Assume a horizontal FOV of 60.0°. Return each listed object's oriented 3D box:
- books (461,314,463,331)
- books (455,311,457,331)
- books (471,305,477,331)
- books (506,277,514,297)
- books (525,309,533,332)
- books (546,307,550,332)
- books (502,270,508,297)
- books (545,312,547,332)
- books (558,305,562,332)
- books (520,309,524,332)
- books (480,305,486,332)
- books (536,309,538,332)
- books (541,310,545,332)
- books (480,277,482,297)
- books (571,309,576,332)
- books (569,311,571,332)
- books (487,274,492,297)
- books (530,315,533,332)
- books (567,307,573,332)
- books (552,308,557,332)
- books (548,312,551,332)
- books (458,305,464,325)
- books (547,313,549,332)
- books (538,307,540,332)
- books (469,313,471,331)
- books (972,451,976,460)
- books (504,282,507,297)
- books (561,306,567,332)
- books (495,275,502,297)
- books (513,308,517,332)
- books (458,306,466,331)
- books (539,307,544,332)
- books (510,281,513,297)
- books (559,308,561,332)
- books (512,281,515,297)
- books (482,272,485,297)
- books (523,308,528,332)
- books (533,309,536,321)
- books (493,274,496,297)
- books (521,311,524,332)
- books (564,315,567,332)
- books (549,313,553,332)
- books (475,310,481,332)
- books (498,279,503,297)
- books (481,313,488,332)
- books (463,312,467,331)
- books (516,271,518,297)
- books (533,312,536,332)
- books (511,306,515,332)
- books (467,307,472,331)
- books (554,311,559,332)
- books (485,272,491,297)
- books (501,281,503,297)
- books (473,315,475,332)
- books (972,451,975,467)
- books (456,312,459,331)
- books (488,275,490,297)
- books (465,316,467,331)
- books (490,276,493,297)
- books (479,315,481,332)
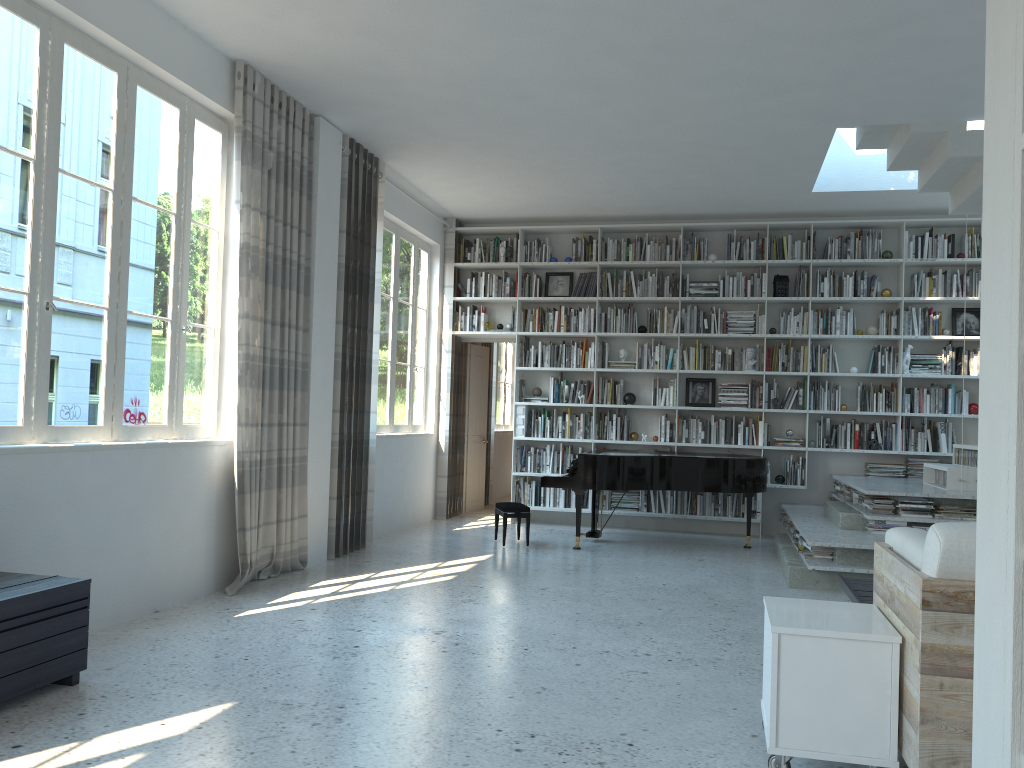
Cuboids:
[{"bbox_3d":[-0.521,-0.651,9.669,0.029,0.197,0.160,2,-2,13],"label":"books"},{"bbox_3d":[-0.590,-0.668,9.677,0.013,0.228,0.179,2,-2,13],"label":"books"},{"bbox_3d":[-0.410,-0.699,9.622,0.013,0.297,0.187,2,-2,13],"label":"books"},{"bbox_3d":[-0.023,-1.022,9.546,0.029,0.229,0.191,2,-2,13],"label":"books"},{"bbox_3d":[0.185,-0.665,9.509,0.062,0.258,0.153,1,-2,13],"label":"books"},{"bbox_3d":[0.386,-0.670,9.459,0.012,0.277,0.150,2,-2,13],"label":"books"},{"bbox_3d":[-0.071,-1.060,9.565,0.012,0.303,0.189,2,-2,13],"label":"books"},{"bbox_3d":[0.374,-0.646,9.465,0.012,0.230,0.149,2,-2,13],"label":"books"},{"bbox_3d":[0.513,-0.680,9.429,0.014,0.304,0.151,2,-2,13],"label":"books"},{"bbox_3d":[0.116,-0.664,9.526,0.012,0.254,0.161,2,-2,13],"label":"books"},{"bbox_3d":[-0.312,-0.697,9.616,0.013,0.298,0.179,2,-2,13],"label":"books"},{"bbox_3d":[0.284,-0.660,9.471,0.014,0.252,0.187,2,-2,13],"label":"books"},{"bbox_3d":[0.345,-0.657,9.468,0.047,0.249,0.134,2,-2,13],"label":"books"},{"bbox_3d":[-0.317,-1.033,9.638,0.024,0.239,0.155,2,-2,13],"label":"books"},{"bbox_3d":[0.651,-0.655,9.399,0.029,0.260,0.157,2,-2,13],"label":"books"},{"bbox_3d":[0.627,-0.642,9.389,0.013,0.232,0.171,2,-2,13],"label":"books"},{"bbox_3d":[-0.235,-1.047,9.604,0.013,0.268,0.162,2,-2,13],"label":"books"},{"bbox_3d":[0.221,-0.633,9.475,0.026,0.195,0.175,2,-2,13],"label":"books"},{"bbox_3d":[0.612,-0.669,9.405,0.025,0.286,0.161,2,-2,13],"label":"books"},{"bbox_3d":[0.452,-0.666,9.436,0.014,0.272,0.180,2,-2,13],"label":"books"},{"bbox_3d":[0.410,-0.645,9.447,0.011,0.229,0.170,2,-2,13],"label":"books"},{"bbox_3d":[-0.558,-0.704,9.695,0.013,0.303,0.135,2,-2,13],"label":"books"},{"bbox_3d":[0.395,-0.640,9.443,0.014,0.218,0.164,2,-2,13],"label":"books"},{"bbox_3d":[0.301,-0.674,9.472,0.020,0.281,0.164,2,-2,13],"label":"books"},{"bbox_3d":[-0.431,-0.657,9.665,0.023,0.214,0.140,2,-2,13],"label":"books"},{"bbox_3d":[3.766,0.606,7.123,0.125,0.125,0.008,1,-1,13],"label":"books"},{"bbox_3d":[-0.048,-0.999,9.574,0.031,0.182,0.151,2,-2,13],"label":"books"},{"bbox_3d":[0.551,-0.671,9.396,0.030,0.285,0.185,2,-2,13],"label":"books"},{"bbox_3d":[-0.148,-1.036,9.580,0.030,0.251,0.166,2,-2,13],"label":"books"},{"bbox_3d":[0.053,-0.673,9.551,0.044,0.269,0.134,2,-2,13],"label":"books"},{"bbox_3d":[-0.546,-0.694,9.668,0.023,0.281,0.170,2,-2,13],"label":"books"},{"bbox_3d":[0.313,-0.672,9.458,0.011,0.277,0.164,2,-2,13],"label":"books"},{"bbox_3d":[0.012,-1.004,9.567,0.029,0.195,0.146,2,-2,13],"label":"books"},{"bbox_3d":[0.527,-0.664,9.407,0.023,0.271,0.187,2,-2,13],"label":"books"},{"bbox_3d":[0.035,-1.000,9.546,0.026,0.188,0.154,2,-2,13],"label":"books"},{"bbox_3d":[-0.290,-1.057,9.606,0.021,0.286,0.179,2,-2,13],"label":"books"},{"bbox_3d":[0.145,-0.669,9.502,0.012,0.263,0.180,2,-2,13],"label":"books"},{"bbox_3d":[0.244,-0.666,9.487,0.010,0.262,0.151,2,-2,13],"label":"books"},{"bbox_3d":[-0.174,-1.042,9.587,0.025,0.261,0.167,2,-2,13],"label":"books"},{"bbox_3d":[0.130,-0.653,9.514,0.022,0.232,0.151,2,-2,13],"label":"books"},{"bbox_3d":[0.578,-0.625,9.384,0.029,0.195,0.192,2,-2,13],"label":"books"},{"bbox_3d":[0.428,-0.639,9.435,0.031,0.217,0.173,2,-2,13],"label":"books"},{"bbox_3d":[-0.362,-0.668,9.605,0.021,0.237,0.188,2,-2,13],"label":"books"},{"bbox_3d":[-0.116,-1.015,9.591,0.028,0.212,0.138,2,-2,13],"label":"books"},{"bbox_3d":[-0.296,-0.653,9.597,0.029,0.211,0.187,2,-2,13],"label":"books"},{"bbox_3d":[-0.503,-0.662,9.657,0.010,0.220,0.181,2,-2,13],"label":"books"},{"bbox_3d":[0.069,-1.052,9.542,0.014,0.294,0.173,2,-2,13],"label":"books"},{"bbox_3d":[0.262,-0.649,9.478,0.030,0.230,0.172,2,-2,13],"label":"books"},{"bbox_3d":[0.021,-0.682,9.537,0.012,0.285,0.159,2,-2,13],"label":"books"},{"bbox_3d":[-0.456,-0.692,9.655,0.022,0.281,0.156,2,-2,13],"label":"books"},{"bbox_3d":[0.482,-0.648,9.433,0.047,0.238,0.162,2,-2,13],"label":"books"},{"bbox_3d":[-0.258,-1.059,9.618,0.037,0.291,0.155,2,-2,13],"label":"books"},{"bbox_3d":[-0.086,-1.007,9.592,0.029,0.197,0.144,2,-2,13],"label":"books"},{"bbox_3d":[-0.391,-0.646,9.630,0.024,0.193,0.181,2,-2,13],"label":"books"},{"bbox_3d":[3.764,0.606,7.115,0.125,0.125,0.010,1,-1,13],"label":"books"},{"bbox_3d":[-0.577,-0.665,9.675,0.013,0.222,0.162,2,-2,13],"label":"books"},{"bbox_3d":[-0.224,-1.037,9.600,0.012,0.249,0.192,2,-2,13],"label":"books"},{"bbox_3d":[-0.479,-0.643,9.676,0.029,0.185,0.134,2,-2,13],"label":"books"},{"bbox_3d":[-0.208,-1.034,9.597,0.021,0.244,0.173,2,-2,13],"label":"books"},{"bbox_3d":[-0.329,-0.643,9.639,0.029,0.191,0.134,2,-2,13],"label":"books"}]
